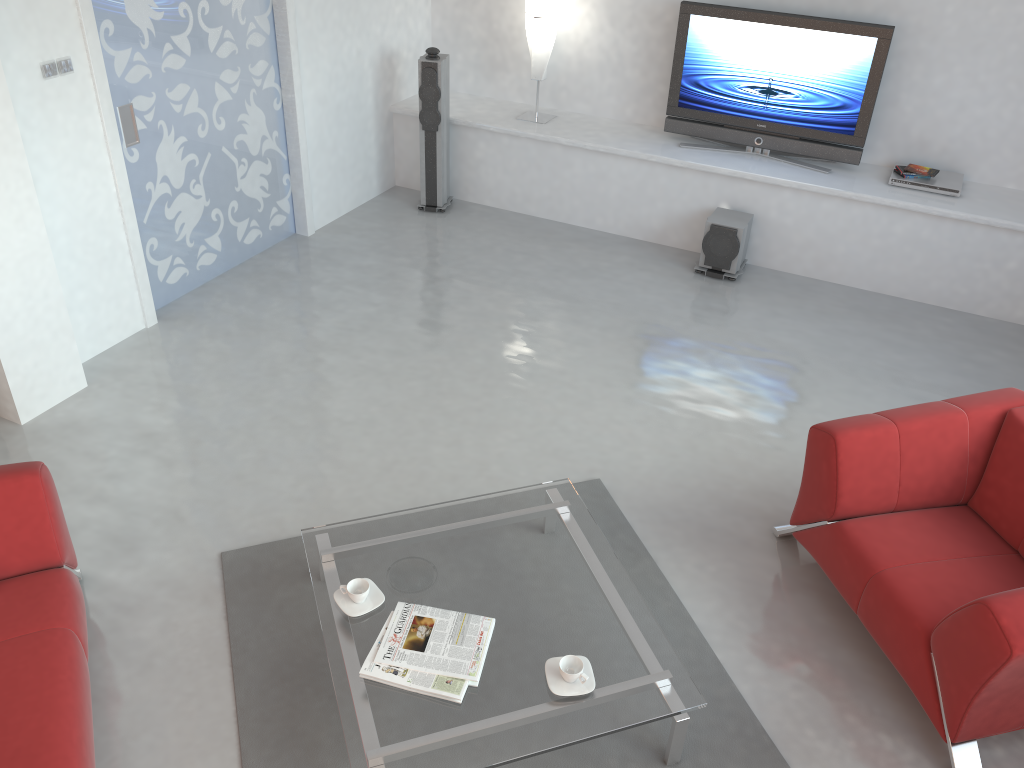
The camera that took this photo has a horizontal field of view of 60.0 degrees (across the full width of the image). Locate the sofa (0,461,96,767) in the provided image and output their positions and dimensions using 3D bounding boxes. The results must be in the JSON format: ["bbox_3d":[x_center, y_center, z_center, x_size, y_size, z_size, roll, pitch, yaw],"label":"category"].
[{"bbox_3d":[-1.700,1.019,2.442,0.951,0.738,1.929,-12,36,-21],"label":"sofa"}]

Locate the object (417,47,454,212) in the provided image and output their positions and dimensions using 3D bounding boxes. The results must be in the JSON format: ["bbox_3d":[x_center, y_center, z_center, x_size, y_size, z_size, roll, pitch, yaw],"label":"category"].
[{"bbox_3d":[-0.572,-1.877,6.555,0.255,1.184,0.273,8,33,8],"label":"object"}]

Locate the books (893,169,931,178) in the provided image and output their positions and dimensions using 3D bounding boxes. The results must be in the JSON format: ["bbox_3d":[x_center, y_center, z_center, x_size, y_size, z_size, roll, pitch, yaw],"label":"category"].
[{"bbox_3d":[2.613,-1.376,5.790,0.190,0.015,0.135,-3,33,-9],"label":"books"}]

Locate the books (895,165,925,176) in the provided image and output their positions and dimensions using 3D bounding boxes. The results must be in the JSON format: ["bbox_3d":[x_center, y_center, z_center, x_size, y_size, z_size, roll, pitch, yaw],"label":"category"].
[{"bbox_3d":[2.615,-1.390,5.784,0.190,0.015,0.135,5,33,4],"label":"books"}]

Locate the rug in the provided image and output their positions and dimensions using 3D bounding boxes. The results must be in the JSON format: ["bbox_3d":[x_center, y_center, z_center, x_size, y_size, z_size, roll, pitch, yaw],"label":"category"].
[{"bbox_3d":[-0.117,1.016,3.223,1.700,0.025,1.700,-9,35,-17],"label":"rug"}]

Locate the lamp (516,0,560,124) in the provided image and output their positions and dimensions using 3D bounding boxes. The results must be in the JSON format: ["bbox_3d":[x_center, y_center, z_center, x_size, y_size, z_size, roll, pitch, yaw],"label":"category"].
[{"bbox_3d":[0.209,-2.536,6.377,0.263,1.239,0.263,12,34,14],"label":"lamp"}]

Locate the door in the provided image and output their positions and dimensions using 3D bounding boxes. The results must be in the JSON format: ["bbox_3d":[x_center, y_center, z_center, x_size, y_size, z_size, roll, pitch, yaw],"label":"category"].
[{"bbox_3d":[-1.822,-1.805,5.106,0.240,2.550,1.600,17,36,20],"label":"door"}]

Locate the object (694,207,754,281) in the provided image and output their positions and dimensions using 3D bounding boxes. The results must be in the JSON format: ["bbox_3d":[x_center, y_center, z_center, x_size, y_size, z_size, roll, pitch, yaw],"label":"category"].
[{"bbox_3d":[1.443,-0.949,6.011,0.336,0.374,0.337,17,36,20],"label":"object"}]

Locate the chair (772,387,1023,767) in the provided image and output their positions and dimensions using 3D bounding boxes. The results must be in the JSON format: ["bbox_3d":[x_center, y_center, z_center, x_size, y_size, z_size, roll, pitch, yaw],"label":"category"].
[{"bbox_3d":[1.726,0.637,3.264,0.951,0.738,1.288,-6,34,-13],"label":"chair"}]

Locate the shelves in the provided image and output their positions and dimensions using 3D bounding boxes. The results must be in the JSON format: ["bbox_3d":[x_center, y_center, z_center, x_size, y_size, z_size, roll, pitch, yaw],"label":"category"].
[{"bbox_3d":[1.666,-1.534,6.121,5.500,0.050,0.650,17,36,20],"label":"shelves"}]

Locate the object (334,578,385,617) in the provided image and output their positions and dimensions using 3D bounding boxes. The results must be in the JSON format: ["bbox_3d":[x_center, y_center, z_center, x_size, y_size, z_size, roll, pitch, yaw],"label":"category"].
[{"bbox_3d":[-0.527,0.722,3.055,0.153,0.069,0.153,-21,40,-32],"label":"object"}]

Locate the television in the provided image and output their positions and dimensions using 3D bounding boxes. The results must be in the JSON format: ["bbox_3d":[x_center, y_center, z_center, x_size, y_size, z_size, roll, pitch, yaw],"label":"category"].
[{"bbox_3d":[1.731,-1.996,5.947,1.356,0.919,0.343,17,36,20],"label":"television"}]

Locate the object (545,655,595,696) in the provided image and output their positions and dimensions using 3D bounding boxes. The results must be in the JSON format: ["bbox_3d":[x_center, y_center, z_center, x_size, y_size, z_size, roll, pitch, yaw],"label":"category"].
[{"bbox_3d":[0.185,0.912,2.812,0.153,0.069,0.153,-2,33,-7],"label":"object"}]

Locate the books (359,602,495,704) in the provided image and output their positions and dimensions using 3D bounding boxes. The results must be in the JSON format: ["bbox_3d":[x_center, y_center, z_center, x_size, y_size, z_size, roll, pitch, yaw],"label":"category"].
[{"bbox_3d":[-0.257,0.858,2.896,0.367,0.035,0.345,11,34,12],"label":"books"}]

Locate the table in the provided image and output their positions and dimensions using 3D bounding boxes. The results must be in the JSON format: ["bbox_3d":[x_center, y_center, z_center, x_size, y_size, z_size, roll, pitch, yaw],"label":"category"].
[{"bbox_3d":[-0.100,0.893,3.147,1.097,0.286,1.162,-9,35,-17],"label":"table"}]

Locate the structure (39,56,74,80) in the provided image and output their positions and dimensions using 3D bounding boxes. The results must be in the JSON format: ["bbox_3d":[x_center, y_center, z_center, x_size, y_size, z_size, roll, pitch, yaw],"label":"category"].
[{"bbox_3d":[-2.149,-1.494,4.195,0.016,0.080,0.170,17,36,20],"label":"structure"}]

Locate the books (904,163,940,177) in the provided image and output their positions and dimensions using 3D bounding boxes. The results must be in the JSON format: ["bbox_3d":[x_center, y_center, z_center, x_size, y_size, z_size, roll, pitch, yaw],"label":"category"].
[{"bbox_3d":[2.659,-1.387,5.755,0.190,0.015,0.135,23,38,28],"label":"books"}]

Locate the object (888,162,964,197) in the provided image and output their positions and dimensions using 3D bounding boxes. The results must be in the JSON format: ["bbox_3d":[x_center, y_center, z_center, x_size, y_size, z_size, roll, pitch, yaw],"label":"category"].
[{"bbox_3d":[2.709,-1.339,5.794,0.430,0.045,0.352,17,36,20],"label":"object"}]
